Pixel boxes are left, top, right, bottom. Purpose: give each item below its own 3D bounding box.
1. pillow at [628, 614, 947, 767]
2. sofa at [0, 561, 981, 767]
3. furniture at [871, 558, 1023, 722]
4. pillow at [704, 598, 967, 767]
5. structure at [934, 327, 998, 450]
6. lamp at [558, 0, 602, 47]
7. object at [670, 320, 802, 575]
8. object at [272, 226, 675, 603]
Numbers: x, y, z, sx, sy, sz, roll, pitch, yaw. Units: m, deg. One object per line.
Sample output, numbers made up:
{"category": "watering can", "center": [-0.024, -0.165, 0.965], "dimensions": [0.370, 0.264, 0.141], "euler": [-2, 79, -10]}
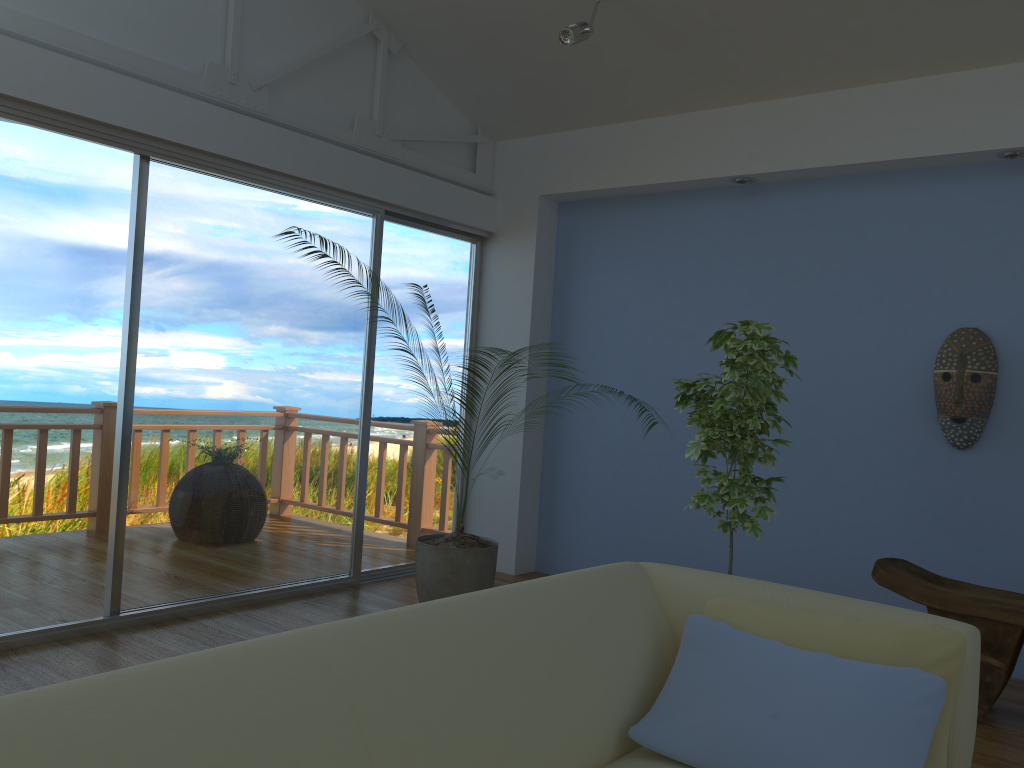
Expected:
{"category": "pillow", "center": [0.528, 0.654, 1.760], "dimensions": [0.566, 0.244, 0.272], "euler": [4, 0, 40]}
{"category": "sofa", "center": [-0.065, 0.731, 1.220], "dimensions": [0.950, 0.597, 2.448], "euler": [4, 0, 38]}
{"category": "furniture", "center": [1.851, 0.965, 3.168], "dimensions": [1.100, 0.507, 0.329], "euler": [4, 0, 38]}
{"category": "pillow", "center": [0.616, 0.623, 1.852], "dimensions": [0.559, 0.311, 0.201], "euler": [4, 0, 38]}
{"category": "structure", "center": [1.954, 0.019, 3.851], "dimensions": [0.254, 0.541, 0.115], "euler": [4, 0, 38]}
{"category": "lamp", "center": [0.315, -1.611, 3.880], "dimensions": [0.254, 0.327, 0.118], "euler": [4, 0, -35]}
{"category": "object", "center": [0.881, 0.451, 3.440], "dimensions": [0.495, 1.409, 0.699], "euler": [4, 0, -9]}
{"category": "object", "center": [-0.109, 0.245, 4.049], "dimensions": [1.563, 1.695, 1.706], "euler": [4, 0, 29]}
